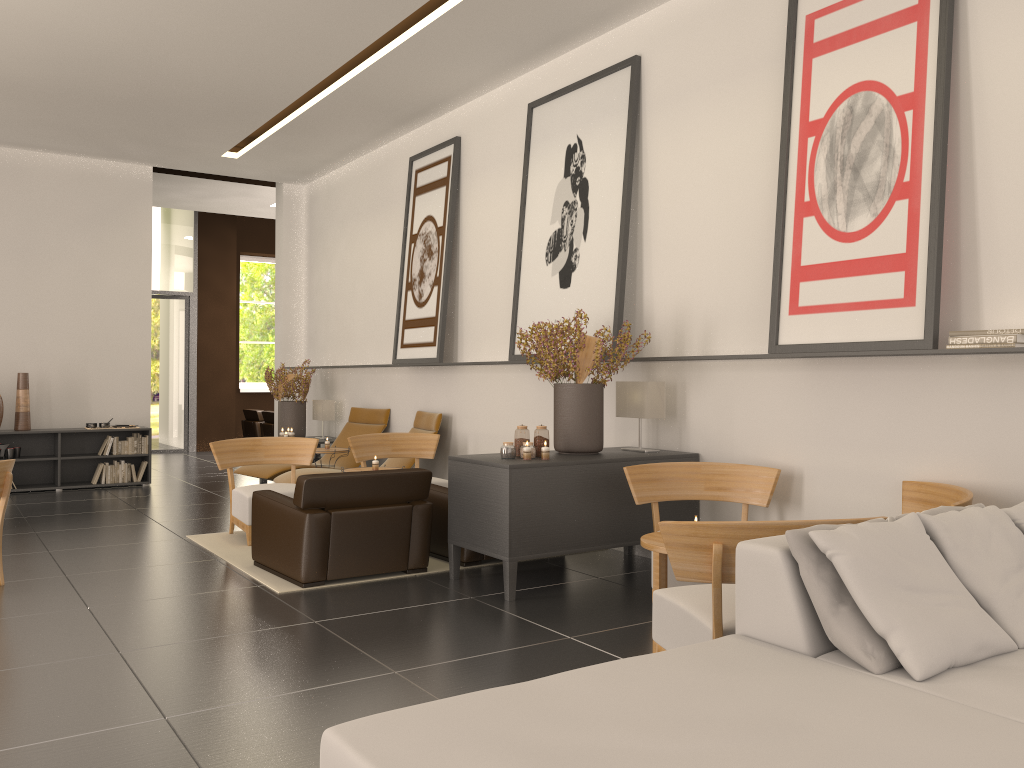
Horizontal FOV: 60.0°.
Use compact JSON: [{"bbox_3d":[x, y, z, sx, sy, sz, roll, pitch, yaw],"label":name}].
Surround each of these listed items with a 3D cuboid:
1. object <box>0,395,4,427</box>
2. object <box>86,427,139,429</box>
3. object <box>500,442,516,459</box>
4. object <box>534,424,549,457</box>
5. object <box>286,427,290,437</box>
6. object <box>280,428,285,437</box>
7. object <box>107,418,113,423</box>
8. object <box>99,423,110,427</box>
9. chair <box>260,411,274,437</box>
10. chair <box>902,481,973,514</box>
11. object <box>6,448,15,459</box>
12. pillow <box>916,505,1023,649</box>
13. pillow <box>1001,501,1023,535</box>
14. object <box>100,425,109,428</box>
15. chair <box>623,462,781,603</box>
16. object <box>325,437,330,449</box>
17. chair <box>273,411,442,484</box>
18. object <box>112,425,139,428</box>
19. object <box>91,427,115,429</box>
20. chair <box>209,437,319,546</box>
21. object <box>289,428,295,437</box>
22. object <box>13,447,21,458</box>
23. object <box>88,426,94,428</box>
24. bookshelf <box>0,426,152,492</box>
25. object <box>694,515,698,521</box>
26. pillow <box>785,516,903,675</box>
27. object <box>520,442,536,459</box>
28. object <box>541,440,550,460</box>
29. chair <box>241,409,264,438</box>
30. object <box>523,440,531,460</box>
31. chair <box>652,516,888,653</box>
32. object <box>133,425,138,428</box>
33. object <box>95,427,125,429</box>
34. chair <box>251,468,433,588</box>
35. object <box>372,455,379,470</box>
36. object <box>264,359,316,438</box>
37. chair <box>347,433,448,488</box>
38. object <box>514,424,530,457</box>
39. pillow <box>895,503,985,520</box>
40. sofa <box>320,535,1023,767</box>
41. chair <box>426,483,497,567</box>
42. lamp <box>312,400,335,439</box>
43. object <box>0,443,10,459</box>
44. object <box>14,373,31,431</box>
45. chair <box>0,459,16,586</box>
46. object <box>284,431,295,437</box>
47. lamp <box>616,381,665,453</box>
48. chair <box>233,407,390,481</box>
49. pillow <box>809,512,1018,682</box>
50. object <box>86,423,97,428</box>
[{"bbox_3d":[-8.996,0.332,15.364,0.326,0.992,0.327,0,-1,-10],"label":"object"},{"bbox_3d":[-7.465,0.818,16.555,0.893,0.003,0.671,0,0,-31],"label":"object"},{"bbox_3d":[-0.037,0.651,8.692,0.157,0.158,0.157,0,0,30],"label":"object"},{"bbox_3d":[0.296,0.567,8.877,0.157,0.325,0.157,0,-1,3],"label":"object"},{"bbox_3d":[-4.205,0.943,16.679,0.104,0.254,0.104,0,-1,17],"label":"object"},{"bbox_3d":[-4.293,0.944,16.590,0.108,0.254,0.108,0,-1,21],"label":"object"},{"bbox_3d":[-7.632,0.722,16.712,0.086,0.152,0.261,0,0,24],"label":"object"},{"bbox_3d":[-7.655,0.773,16.659,0.188,0.082,0.188,0,0,-19],"label":"object"},{"bbox_3d":[-6.219,1.308,25.172,1.499,1.076,1.538,0,0,-33],"label":"chair"},{"bbox_3d":[2.789,1.379,6.651,1.151,1.227,1.452,0,0,12],"label":"chair"},{"bbox_3d":[-8.758,1.217,15.486,0.135,0.179,0.136,0,0,27],"label":"object"},{"bbox_3d":[2.553,0.962,4.607,0.801,0.595,0.595,0,0,-33],"label":"pillow"},{"bbox_3d":[3.270,0.968,5.091,0.797,0.580,0.625,0,0,-32],"label":"pillow"},{"bbox_3d":[-7.593,0.787,16.399,0.086,0.058,0.292,0,0,43],"label":"object"},{"bbox_3d":[1.737,1.367,7.994,1.452,1.227,1.150,0,0,7],"label":"chair"},{"bbox_3d":[-2.984,0.953,14.325,0.080,0.187,0.080,0,-1,21],"label":"object"},{"bbox_3d":[-2.373,1.189,13.698,2.421,1.486,1.299,0,0,-23],"label":"chair"},{"bbox_3d":[-7.298,0.798,16.705,0.405,0.034,0.293,0,0,14],"label":"object"},{"bbox_3d":[-7.494,0.810,16.356,0.514,0.015,0.014,0,0,-41],"label":"object"},{"bbox_3d":[-3.049,1.322,11.320,1.452,1.227,1.151,0,0,-33],"label":"chair"},{"bbox_3d":[-4.122,0.944,16.586,0.104,0.254,0.104,0,-1,17],"label":"object"},{"bbox_3d":[-8.780,1.216,15.718,0.135,0.179,0.136,0,0,-27],"label":"object"},{"bbox_3d":[-7.759,0.796,16.342,0.112,0.040,0.034,0,0,11],"label":"object"},{"bbox_3d":[-8.234,1.363,16.052,3.080,1.079,0.740,0,0,-33],"label":"bookshelf"},{"bbox_3d":[1.398,1.090,6.734,0.080,0.187,0.080,0,-1,21],"label":"object"},{"bbox_3d":[1.800,0.980,4.276,0.919,0.577,0.549,0,0,-33],"label":"pillow"},{"bbox_3d":[0.157,0.652,8.686,0.157,0.158,0.157,0,0,30],"label":"object"},{"bbox_3d":[0.324,0.638,8.579,0.080,0.187,0.080,0,-1,-24],"label":"object"},{"bbox_3d":[-7.205,1.296,26.663,1.499,1.076,1.538,0,0,-33],"label":"chair"},{"bbox_3d":[0.148,0.637,8.553,0.076,0.187,0.076,0,-1,-17],"label":"object"},{"bbox_3d":[1.524,1.381,5.555,1.452,1.227,1.150,0,0,-8],"label":"chair"},{"bbox_3d":[-7.059,0.797,16.591,0.112,0.040,0.034,0,0,-44],"label":"object"},{"bbox_3d":[-7.416,0.810,16.362,0.514,0.015,0.014,0,0,-35],"label":"object"},{"bbox_3d":[-1.775,1.415,9.359,1.537,1.076,1.499,0,0,-33],"label":"chair"},{"bbox_3d":[-1.693,0.977,11.000,0.076,0.187,0.076,0,-1,6],"label":"object"},{"bbox_3d":[-4.332,0.290,17.179,0.927,1.554,1.586,0,0,-5],"label":"object"},{"bbox_3d":[-1.498,1.321,12.345,1.452,1.227,1.151,0,0,-33],"label":"chair"},{"bbox_3d":[0.102,0.566,8.882,0.157,0.325,0.157,1,-1,-42],"label":"object"},{"bbox_3d":[2.532,0.979,4.756,0.919,0.591,0.557,0,0,-34],"label":"pillow"},{"bbox_3d":[3.119,1.407,2.443,5.525,1.205,5.604,0,0,-33],"label":"sofa"},{"bbox_3d":[-0.284,1.414,10.345,1.537,1.076,1.499,0,0,-33],"label":"chair"},{"bbox_3d":[-3.682,0.692,17.323,0.257,0.756,0.514,1,-1,-33],"label":"lamp"},{"bbox_3d":[-9.026,1.151,15.528,0.413,0.310,0.142,0,-1,-19],"label":"object"},{"bbox_3d":[-8.723,0.314,15.810,0.262,1.025,0.262,1,-1,-30],"label":"object"},{"bbox_3d":[-5.467,1.342,8.318,1.151,1.227,1.452,0,0,12],"label":"chair"},{"bbox_3d":[-4.155,0.977,16.549,0.111,0.187,0.207,0,0,43],"label":"object"},{"bbox_3d":[1.394,0.352,9.639,0.257,0.758,0.514,1,-1,-33],"label":"lamp"},{"bbox_3d":[-3.397,1.176,15.247,2.421,1.486,1.299,0,0,-43],"label":"chair"},{"bbox_3d":[1.875,0.961,4.157,0.801,0.598,0.585,0,0,-34],"label":"pillow"},{"bbox_3d":[-7.844,0.773,16.538,0.188,0.082,0.188,0,0,17],"label":"object"}]
